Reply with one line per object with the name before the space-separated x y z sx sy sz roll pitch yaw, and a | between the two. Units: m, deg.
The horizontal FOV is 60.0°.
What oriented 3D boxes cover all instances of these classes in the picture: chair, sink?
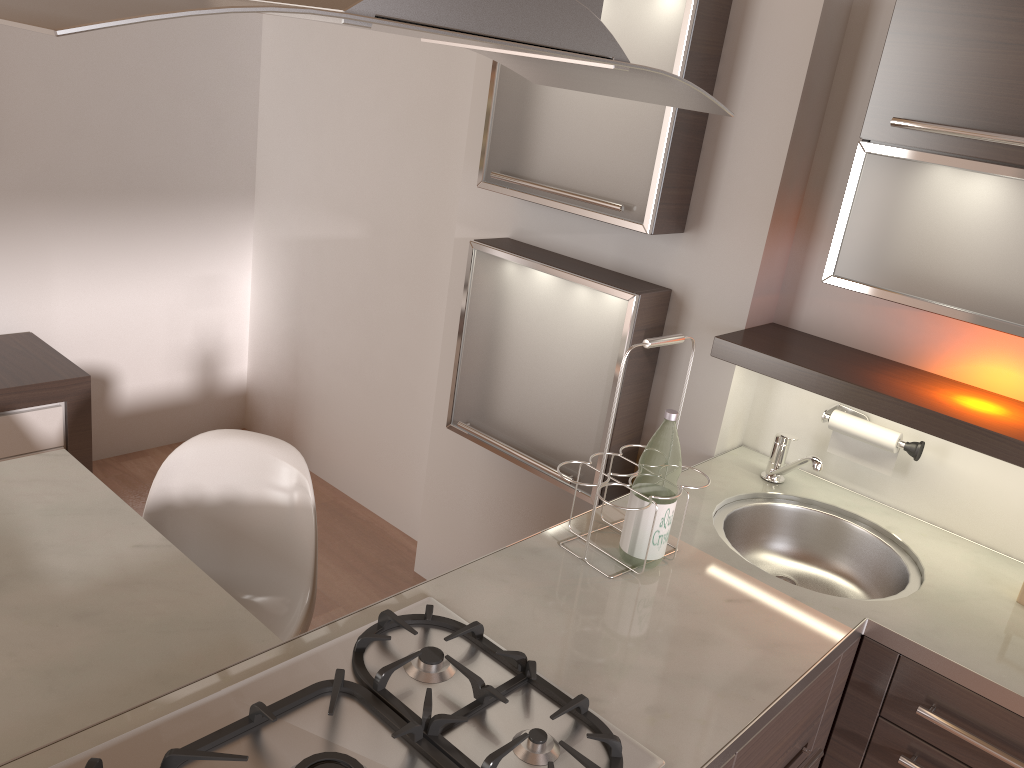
chair | -0.753 0.607 2.070 0.491 0.847 0.608 12 20 9
sink | 0.655 0.355 1.980 0.450 0.347 0.494 -10 27 -41

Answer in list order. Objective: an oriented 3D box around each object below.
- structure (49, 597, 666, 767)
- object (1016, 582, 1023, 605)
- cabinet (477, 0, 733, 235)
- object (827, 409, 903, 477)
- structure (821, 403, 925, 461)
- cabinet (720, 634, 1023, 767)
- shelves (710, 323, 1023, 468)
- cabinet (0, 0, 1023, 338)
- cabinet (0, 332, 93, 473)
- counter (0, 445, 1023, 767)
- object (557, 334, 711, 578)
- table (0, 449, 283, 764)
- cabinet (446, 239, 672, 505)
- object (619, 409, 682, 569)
structure | -0.228 0.497 1.096 0.494 0.047 0.797 24 25 37
object | 1.137 0.392 1.772 0.100 0.170 0.173 -6 25 -36
cabinet | 0.177 -0.735 2.237 0.619 0.600 0.172 18 22 24
object | 0.842 0.144 2.139 0.165 0.119 0.053 24 25 37
structure | 0.874 0.113 2.137 0.237 0.049 0.087 24 25 37
cabinet | 0.514 1.080 1.261 1.850 0.870 2.150 24 25 37
shelves | 1.254 0.188 1.666 1.850 0.050 0.313 24 25 37
cabinet | 0.758 -0.377 0.849 2.058 1.032 1.399 -11 27 -43
cabinet | -2.222 0.305 2.641 0.540 0.608 1.740 24 25 37
counter | 0.579 0.658 1.108 1.850 0.036 2.150 24 25 37
object | 0.251 0.122 1.729 0.291 0.453 0.210 -10 27 -42
table | -1.019 0.755 1.681 1.100 0.758 0.800 24 25 37
cabinet | 0.098 -0.052 2.544 0.598 0.600 0.194 24 25 37
object | 0.277 0.200 1.715 0.091 0.319 0.091 3 20 -14
